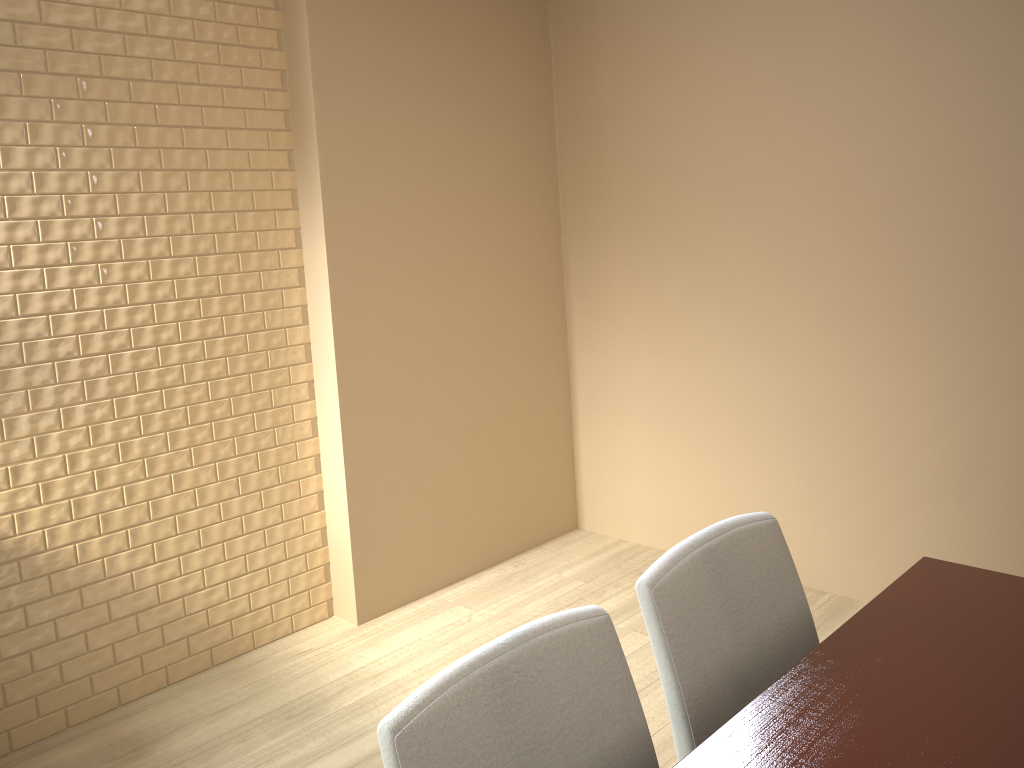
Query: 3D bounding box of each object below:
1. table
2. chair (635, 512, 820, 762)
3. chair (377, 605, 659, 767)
[{"bbox_3d":[0.425,0.830,0.765,0.753,0.674,1.771,5,13,44],"label":"table"},{"bbox_3d":[0.498,0.658,1.260,0.507,0.821,0.402,4,10,44],"label":"chair"},{"bbox_3d":[0.179,0.736,0.938,0.507,0.821,0.402,4,10,44],"label":"chair"}]
